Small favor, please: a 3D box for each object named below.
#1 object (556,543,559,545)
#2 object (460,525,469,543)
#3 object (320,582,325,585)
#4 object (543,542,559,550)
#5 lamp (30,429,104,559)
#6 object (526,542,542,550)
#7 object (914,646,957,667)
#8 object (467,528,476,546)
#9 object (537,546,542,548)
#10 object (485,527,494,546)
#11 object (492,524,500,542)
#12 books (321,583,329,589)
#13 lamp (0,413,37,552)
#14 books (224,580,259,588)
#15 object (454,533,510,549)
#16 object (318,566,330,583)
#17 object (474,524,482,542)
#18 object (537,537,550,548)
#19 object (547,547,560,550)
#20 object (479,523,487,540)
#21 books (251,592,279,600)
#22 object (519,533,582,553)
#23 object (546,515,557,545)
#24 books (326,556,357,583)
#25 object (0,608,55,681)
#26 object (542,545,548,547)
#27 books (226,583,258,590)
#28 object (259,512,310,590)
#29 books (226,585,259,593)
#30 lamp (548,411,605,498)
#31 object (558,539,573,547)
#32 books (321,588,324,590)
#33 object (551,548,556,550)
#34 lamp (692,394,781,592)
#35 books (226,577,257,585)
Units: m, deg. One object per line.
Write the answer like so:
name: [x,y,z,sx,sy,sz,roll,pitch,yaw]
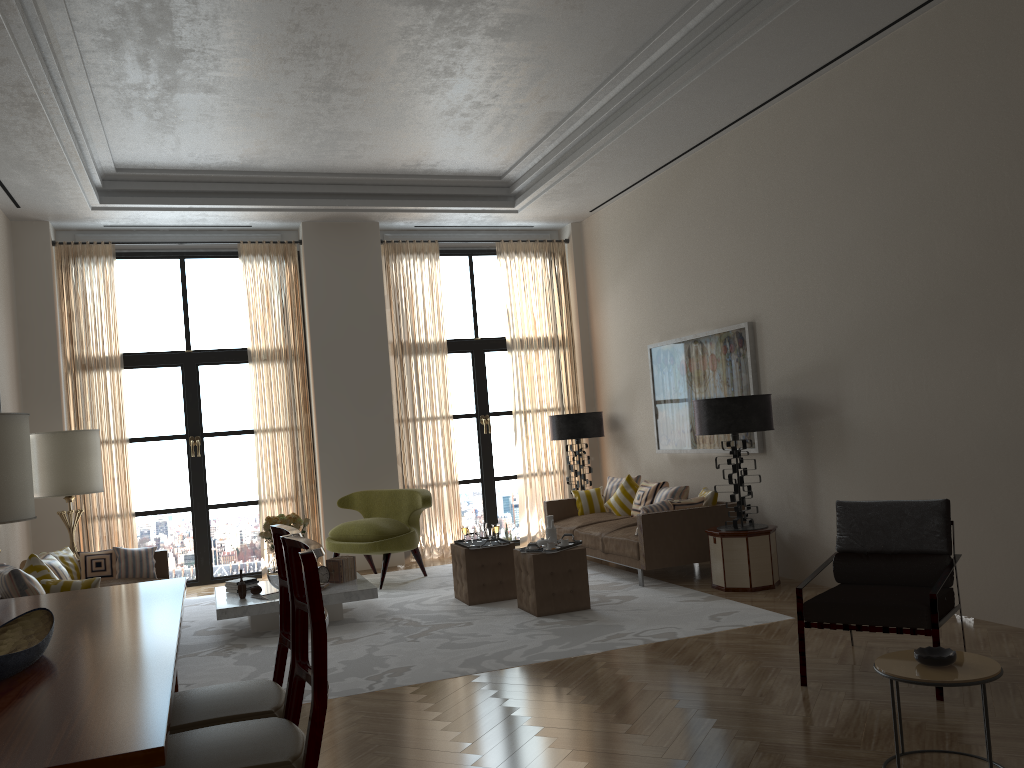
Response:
object: [0.475,1.660,9.189,0.049,0.025,0.053,-6,-3,37]
object: [-0.532,1.707,10.072,0.098,0.191,0.098,-3,-2,-37]
object: [-2.064,2.109,9.348,0.139,0.019,0.137,-3,-3,-35]
object: [0.398,1.630,8.906,0.176,0.067,0.176,-4,-3,-18]
lamp: [-5.303,1.698,10.662,0.768,2.253,0.767,-5,-2,34]
object: [0.220,1.636,8.977,0.176,0.067,0.176,-2,-4,-44]
object: [2.102,1.358,4.403,0.193,0.064,0.193,-5,-3,3]
object: [-0.441,1.683,9.737,0.098,0.191,0.098,-5,-2,6]
object: [0.274,1.648,8.937,0.052,0.027,0.080,-6,-3,28]
object: [-0.240,1.663,9.642,0.098,0.191,0.098,-4,-2,-20]
object: [-0.175,1.674,9.963,0.098,0.191,0.098,-5,-2,6]
books: [-2.072,2.130,9.337,0.255,0.026,0.202,-5,-3,6]
lamp: [-3.769,1.357,6.265,0.768,2.253,0.767,-6,-2,37]
books: [-2.937,2.170,9.638,0.230,0.024,0.280,-7,-3,36]
object: [-0.341,1.743,9.906,0.490,0.092,0.803,-4,-3,-19]
object: [-2.058,2.073,9.595,0.082,0.209,0.204,-5,-2,32]
object: [-0.378,1.694,10.049,0.098,0.191,0.098,-4,-2,-20]
object: [0.317,1.631,9.137,0.176,0.105,0.136,-3,-2,-23]
object: [0.400,1.648,8.838,0.187,0.015,0.041,-3,-3,-33]
object: [-0.327,1.697,10.183,0.098,0.191,0.098,-5,-2,28]
books: [-2.464,2.168,9.118,0.384,0.038,0.281,-7,-4,43]
object: [0.401,1.632,9.078,0.441,0.101,0.720,-6,-3,34]
object: [0.406,1.530,9.268,0.113,0.305,0.125,-5,-2,17]
books: [-1.881,2.042,9.769,0.211,0.264,0.281,-6,-2,31]
object: [-2.204,1.139,3.794,0.331,0.164,1.085,-4,-3,-9]
object: [0.381,1.645,9.004,0.186,0.026,0.041,-4,-2,-11]
books: [-2.933,2.194,9.625,0.207,0.024,0.262,-6,-3,34]
object: [-2.411,1.803,9.541,0.539,0.821,0.628,-4,-2,-24]
books: [-2.931,2.224,9.636,0.207,0.035,0.280,-7,-4,37]
lamp: [1.047,1.457,13.481,0.829,2.017,0.830,-4,-2,-15]
object: [0.543,1.631,9.118,0.176,0.067,0.176,-4,-3,-21]
books: [-2.080,2.154,9.333,0.197,0.024,0.256,-4,-3,-2]
object: [0.416,1.644,8.807,0.053,0.025,0.049,-4,-3,-18]
lamp: [2.434,1.147,9.488,0.829,2.017,0.831,-4,-2,-19]
books: [-2.942,2.142,9.629,0.207,0.030,0.260,-7,-4,37]
